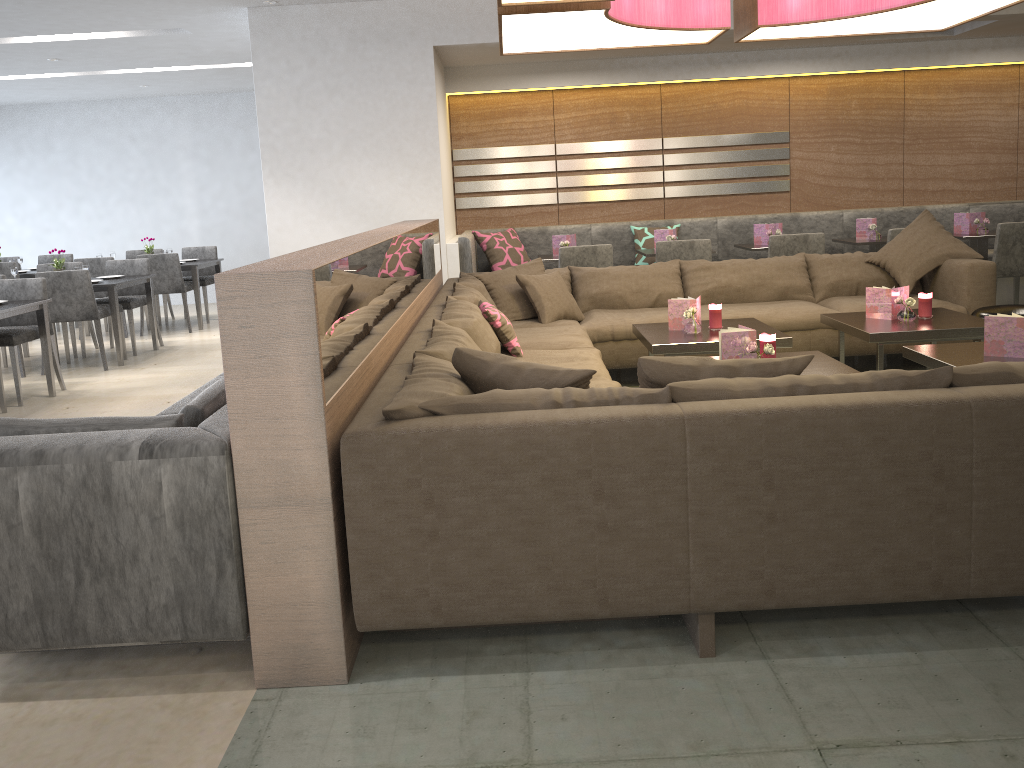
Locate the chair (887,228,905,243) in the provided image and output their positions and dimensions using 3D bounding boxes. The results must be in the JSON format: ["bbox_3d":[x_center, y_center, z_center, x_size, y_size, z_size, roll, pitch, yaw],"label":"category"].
[{"bbox_3d":[2.783,-0.752,6.363,0.477,0.753,0.498,-4,9,-4],"label":"chair"}]

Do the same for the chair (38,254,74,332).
[{"bbox_3d":[-4.811,-0.944,9.153,0.477,0.753,0.498,-2,9,5],"label":"chair"}]

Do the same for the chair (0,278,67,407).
[{"bbox_3d":[-3.274,-0.275,5.693,0.477,0.753,0.498,-2,9,5],"label":"chair"}]

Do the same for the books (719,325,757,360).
[{"bbox_3d":[0.914,-0.139,3.514,0.259,0.162,0.144,-11,13,-35],"label":"books"}]

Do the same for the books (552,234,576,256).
[{"bbox_3d":[0.401,-1.057,6.738,0.143,0.162,0.159,0,11,20],"label":"books"}]

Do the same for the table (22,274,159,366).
[{"bbox_3d":[-3.549,-0.493,7.051,1.189,0.627,0.787,-3,11,0],"label":"table"}]

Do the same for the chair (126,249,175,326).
[{"bbox_3d":[-3.840,-0.999,9.160,0.477,0.753,0.498,-4,9,-5],"label":"chair"}]

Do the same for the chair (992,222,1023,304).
[{"bbox_3d":[3.541,-0.790,6.343,0.477,0.753,0.498,-3,9,0],"label":"chair"}]

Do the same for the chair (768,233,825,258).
[{"bbox_3d":[1.993,-0.711,6.370,0.477,0.753,0.498,-3,9,3],"label":"chair"}]

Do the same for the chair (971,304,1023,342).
[{"bbox_3d":[2.555,-0.176,4.489,0.423,0.446,0.427,-6,11,-18],"label":"chair"}]

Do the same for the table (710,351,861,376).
[{"bbox_3d":[0.997,0.147,3.489,0.657,0.407,0.666,-3,11,0],"label":"table"}]

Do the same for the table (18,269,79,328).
[{"bbox_3d":[-5.076,-0.794,8.817,1.189,0.627,0.787,-3,11,0],"label":"table"}]

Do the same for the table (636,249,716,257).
[{"bbox_3d":[1.240,-0.689,6.703,0.506,0.647,0.512,-3,10,0],"label":"table"}]

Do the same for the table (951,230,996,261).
[{"bbox_3d":[3.536,-0.814,6.700,0.506,0.647,0.512,-3,10,0],"label":"table"}]

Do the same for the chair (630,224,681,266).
[{"bbox_3d":[1.205,-1.125,7.327,0.426,0.391,0.222,-3,9,1],"label":"chair"}]

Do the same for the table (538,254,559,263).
[{"bbox_3d":[0.475,-0.647,6.704,0.506,0.647,0.512,-3,10,0],"label":"table"}]

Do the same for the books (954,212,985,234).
[{"bbox_3d":[3.484,-1.225,6.733,0.158,0.162,0.144,-7,11,-20],"label":"books"}]

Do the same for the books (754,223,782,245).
[{"bbox_3d":[1.951,-1.141,6.735,0.158,0.162,0.144,-10,12,-34],"label":"books"}]

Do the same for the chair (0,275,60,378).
[{"bbox_3d":[-3.816,-0.460,6.680,0.477,0.753,0.498,-2,9,5],"label":"chair"}]

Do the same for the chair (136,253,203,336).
[{"bbox_3d":[-3.301,-0.885,8.499,0.477,0.753,0.498,-4,9,-5],"label":"chair"}]

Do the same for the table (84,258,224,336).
[{"bbox_3d":[-3.560,-0.876,8.815,1.189,0.627,0.787,-3,11,0],"label":"table"}]

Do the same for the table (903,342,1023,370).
[{"bbox_3d":[2.013,0.091,3.488,0.657,0.407,0.666,-3,11,0],"label":"table"}]

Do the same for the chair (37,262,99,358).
[{"bbox_3d":[-3.829,-0.616,7.396,0.477,0.753,0.498,-4,9,-5],"label":"chair"}]

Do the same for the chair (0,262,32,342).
[{"bbox_3d":[-4.817,-0.802,8.502,0.477,0.753,0.498,-4,9,-5],"label":"chair"}]

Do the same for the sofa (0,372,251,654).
[{"bbox_3d":[-1.057,0.050,3.956,0.835,0.620,3.849,-3,12,0],"label":"sofa"}]

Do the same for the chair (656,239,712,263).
[{"bbox_3d":[1.228,-0.671,6.378,0.477,0.753,0.498,-2,9,7],"label":"chair"}]

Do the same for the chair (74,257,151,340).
[{"bbox_3d":[-3.827,-0.844,8.443,0.477,0.753,0.498,-2,9,5],"label":"chair"}]

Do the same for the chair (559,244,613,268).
[{"bbox_3d":[0.496,-0.628,6.366,0.477,0.753,0.498,-4,9,-8],"label":"chair"}]

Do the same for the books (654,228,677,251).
[{"bbox_3d":[1.170,-1.099,6.737,0.143,0.162,0.159,0,11,20],"label":"books"}]

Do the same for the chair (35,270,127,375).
[{"bbox_3d":[-3.290,-0.501,6.736,0.477,0.753,0.498,-4,9,-5],"label":"chair"}]

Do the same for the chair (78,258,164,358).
[{"bbox_3d":[-3.284,-0.644,7.387,0.477,0.753,0.498,-2,9,5],"label":"chair"}]

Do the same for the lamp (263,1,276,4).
[{"bbox_3d":[-1.626,-2.558,5.927,0.089,0.007,0.090,9,17,44],"label":"lamp"}]

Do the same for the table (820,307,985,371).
[{"bbox_3d":[2.007,-0.124,4.481,0.657,0.407,0.666,-3,11,0],"label":"table"}]

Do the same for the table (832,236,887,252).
[{"bbox_3d":[2.770,-0.772,6.701,0.506,0.647,0.512,-3,10,0],"label":"table"}]

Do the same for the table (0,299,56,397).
[{"bbox_3d":[-3.539,-0.124,5.357,1.189,0.627,0.787,-3,11,0],"label":"table"}]

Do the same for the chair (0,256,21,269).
[{"bbox_3d":[-5.356,-0.917,9.162,0.477,0.753,0.498,-4,9,-5],"label":"chair"}]

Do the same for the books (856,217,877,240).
[{"bbox_3d":[2.696,-1.182,6.734,0.143,0.162,0.159,0,11,20],"label":"books"}]

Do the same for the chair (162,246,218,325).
[{"bbox_3d":[-3.295,-1.027,9.151,0.477,0.753,0.498,-2,9,5],"label":"chair"}]

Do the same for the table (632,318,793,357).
[{"bbox_3d":[0.991,-0.069,4.482,0.657,0.407,0.666,-3,11,0],"label":"table"}]

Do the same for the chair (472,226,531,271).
[{"bbox_3d":[-0.048,-1.054,7.168,0.296,0.422,0.495,6,14,43],"label":"chair"}]

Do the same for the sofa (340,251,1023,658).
[{"bbox_3d":[1.177,-0.093,3.944,3.178,0.667,3.816,-3,12,0],"label":"sofa"}]

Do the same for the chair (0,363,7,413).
[{"bbox_3d":[-3.280,-0.133,5.042,0.477,0.753,0.498,-4,9,-5],"label":"chair"}]

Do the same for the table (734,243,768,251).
[{"bbox_3d":[2.005,-0.731,6.702,0.506,0.647,0.512,-3,10,0],"label":"table"}]

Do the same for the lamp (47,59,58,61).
[{"bbox_3d":[-3.970,-2.803,7.644,0.089,0.007,0.090,9,17,44],"label":"lamp"}]
